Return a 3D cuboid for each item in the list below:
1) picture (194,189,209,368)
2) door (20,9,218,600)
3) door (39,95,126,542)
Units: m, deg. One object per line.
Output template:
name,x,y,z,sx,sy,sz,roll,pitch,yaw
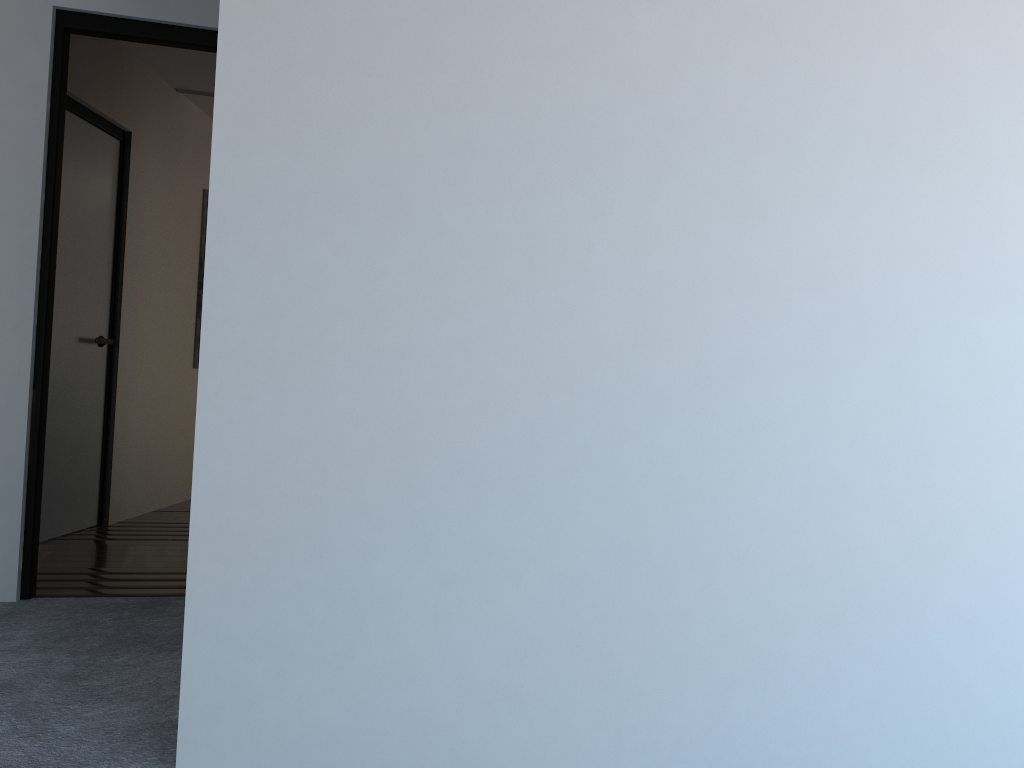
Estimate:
picture,-2.006,-0.681,6.084,0.029,1.166,0.749,3,-1,2
door,-1.118,-0.263,2.818,1.024,2.094,0.956,3,-1,-11
door,-2.161,-0.307,4.166,0.154,2.094,0.997,3,-1,2
